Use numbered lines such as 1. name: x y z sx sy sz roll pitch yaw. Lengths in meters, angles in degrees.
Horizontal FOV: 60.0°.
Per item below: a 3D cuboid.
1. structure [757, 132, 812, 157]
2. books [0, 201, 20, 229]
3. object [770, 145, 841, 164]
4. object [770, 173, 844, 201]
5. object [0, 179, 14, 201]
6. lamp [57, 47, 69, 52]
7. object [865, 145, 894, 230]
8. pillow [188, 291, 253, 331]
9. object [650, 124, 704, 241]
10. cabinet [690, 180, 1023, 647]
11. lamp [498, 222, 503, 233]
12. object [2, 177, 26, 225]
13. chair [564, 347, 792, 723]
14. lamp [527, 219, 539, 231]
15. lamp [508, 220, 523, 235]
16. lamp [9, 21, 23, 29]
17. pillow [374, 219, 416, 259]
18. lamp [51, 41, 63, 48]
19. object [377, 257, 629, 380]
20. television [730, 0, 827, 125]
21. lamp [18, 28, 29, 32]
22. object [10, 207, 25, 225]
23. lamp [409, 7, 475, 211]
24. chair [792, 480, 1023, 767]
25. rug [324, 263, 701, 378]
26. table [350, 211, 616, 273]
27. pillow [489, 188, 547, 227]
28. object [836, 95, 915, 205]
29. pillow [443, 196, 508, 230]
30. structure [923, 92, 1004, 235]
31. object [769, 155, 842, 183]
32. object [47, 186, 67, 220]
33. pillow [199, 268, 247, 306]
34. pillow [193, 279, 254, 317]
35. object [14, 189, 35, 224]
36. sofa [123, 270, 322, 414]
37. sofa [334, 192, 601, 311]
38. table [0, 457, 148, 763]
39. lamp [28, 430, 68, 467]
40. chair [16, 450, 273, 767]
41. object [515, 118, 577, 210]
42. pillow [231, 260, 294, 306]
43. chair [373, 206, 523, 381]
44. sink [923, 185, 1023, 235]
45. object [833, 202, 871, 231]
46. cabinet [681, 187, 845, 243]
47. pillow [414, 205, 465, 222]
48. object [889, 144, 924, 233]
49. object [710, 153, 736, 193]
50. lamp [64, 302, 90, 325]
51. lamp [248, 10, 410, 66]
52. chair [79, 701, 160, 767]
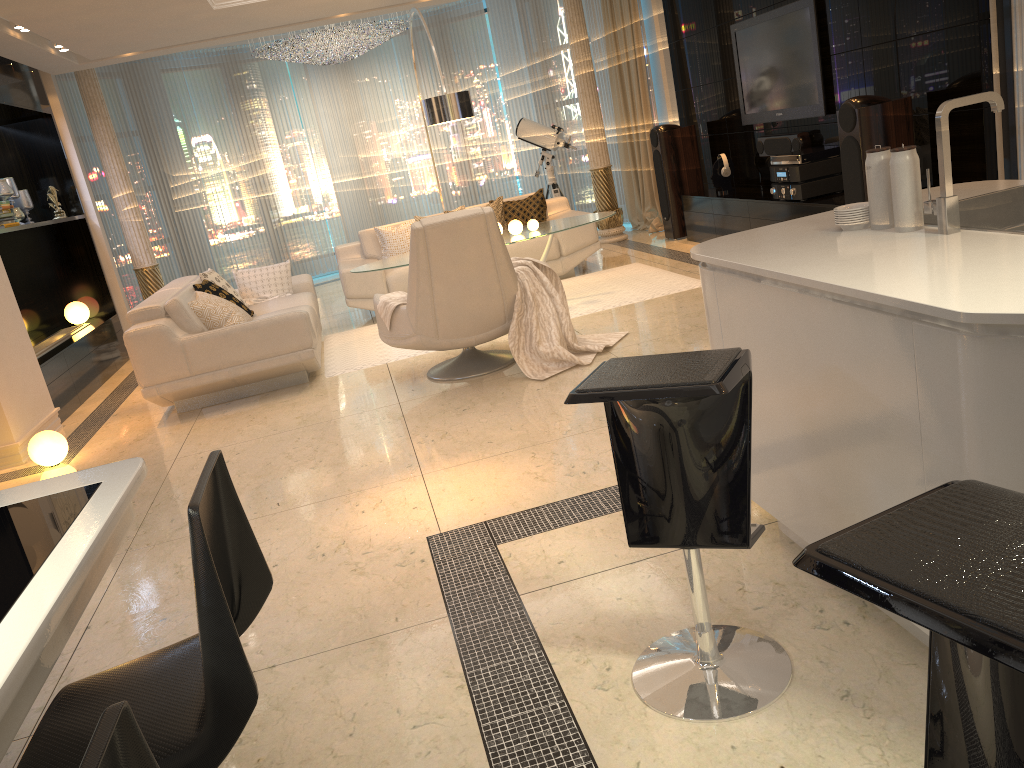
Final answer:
1. structure: 2.197 -1.937 7.197 0.107 0.179 0.745 -14 16 -8
2. books: -3.884 -1.251 6.646 0.260 0.197 0.296 -13 15 -6
3. object: 2.192 -1.696 6.593 0.371 0.070 0.441 -14 16 -8
4. object: 2.211 -1.472 6.652 0.419 0.130 0.446 -14 16 -8
5. object: -4.057 -1.437 7.098 0.181 0.381 0.181 -16 16 -14
6. lamp: -3.574 -2.709 7.044 0.107 0.127 0.107 -20 17 -26
7. object: 0.988 -0.527 2.372 0.071 0.219 0.071 -17 16 -17
8. pillow: -2.032 -0.500 6.199 0.351 0.329 0.521 -14 16 -8
9. object: 1.693 -2.036 8.834 0.468 1.127 0.285 -14 16 -8
10. cabinet: 1.462 0.290 1.198 1.046 0.887 3.752 -14 16 -8
11. lamp: -0.142 -1.180 6.813 0.143 0.143 0.143 -19 17 -23
12. object: -4.254 -1.533 7.548 0.156 0.426 0.156 -13 15 -3
13. chair: 0.404 0.324 2.045 0.380 0.789 0.380 -5 17 23
14. lamp: 0.162 -1.230 6.865 0.090 0.091 0.090 2 20 40
15. lamp: 0.027 -1.208 6.842 0.115 0.115 0.115 -7 16 16
16. lamp: -3.357 -2.478 6.019 0.107 0.127 0.107 -11 15 3
17. pillow: -1.011 -1.307 8.187 0.463 0.380 0.222 -13 15 -4
18. lamp: -3.546 -2.692 6.918 0.107 0.127 0.107 -20 17 -26
19. object: -0.092 -0.428 5.445 1.347 0.580 0.972 -4 17 27
20. television: 2.107 -2.523 7.052 0.055 0.839 1.358 -14 16 -8
21. lamp: -3.382 -2.506 6.135 0.107 0.127 0.107 -20 17 -26
22. object: -4.050 -1.362 7.254 0.119 0.154 0.119 -11 15 1
23. lamp: -0.598 -2.040 7.924 0.393 2.519 2.009 -14 16 -8
24. chair: 0.643 0.542 1.094 0.380 0.789 0.380 -19 17 -25
25. rug: -0.071 -0.575 7.056 2.900 0.020 1.661 -14 16 -9
26. table: -0.154 -0.850 6.983 2.140 0.565 0.999 -14 16 -9
27. pillow: 0.075 -1.567 8.281 0.575 0.436 0.301 -6 17 22
28. object: 2.368 -1.271 5.618 0.468 1.127 0.285 -14 16 -8
29. pillow: -0.315 -1.476 8.246 0.575 0.436 0.301 -12 15 -2
30. structure: 1.098 -0.538 2.155 0.177 0.310 0.089 -14 16 -8
31. object: 2.191 -1.597 6.618 0.407 0.130 0.446 -14 16 -8
32. object: -4.061 -1.612 7.885 0.116 0.293 0.182 -15 16 -11
33. pillow: -2.276 -0.741 7.051 0.255 0.399 0.526 -14 16 -8
34. pillow: -2.140 -0.634 6.625 0.323 0.355 0.524 -14 16 -8
35. object: -4.289 -1.541 7.809 0.147 0.317 0.147 -14 16 -6
36. sofa: -2.067 -0.465 6.745 1.145 0.754 2.328 -14 16 -8
37. sofa: -0.448 -1.231 8.265 2.328 0.754 1.145 -14 16 -8
38. table: -1.135 1.026 0.750 1.293 0.759 3.031 -14 16 -8
39. lamp: -2.752 0.382 5.262 0.212 0.214 0.213 -3 18 30
40. chair: -0.680 0.621 1.665 0.496 0.858 0.523 -14 16 -8
41. object: 0.448 -2.193 9.668 0.616 1.471 0.570 -12 15 -2
42. pillow: -2.084 -0.842 7.371 0.521 0.325 0.281 -12 15 1
43. chair: -0.318 -0.553 5.312 1.027 0.991 0.983 -14 16 -9
44. sink: 1.349 -0.368 2.220 0.485 0.152 0.738 -14 16 -8
45. object: 0.957 -0.465 2.469 0.111 0.062 0.111 -8 16 12
46. cabinet: 2.159 -1.344 7.313 0.416 0.444 2.842 -14 16 -8
47. pillow: -0.635 -1.411 8.272 0.587 0.429 0.288 -22 18 -32
48. object: 1.009 -0.503 2.270 0.071 0.219 0.071 -21 18 -31
49. object: 1.922 -1.913 8.040 0.197 0.343 0.197 4 22 44
50. lamp: -4.052 -0.661 8.261 0.213 0.214 0.212 2 20 40
51. lamp: -2.041 -3.961 9.991 2.109 0.685 2.109 -1 19 35
52. chair: -0.506 0.818 0.839 0.496 0.858 0.523 -14 16 -8
